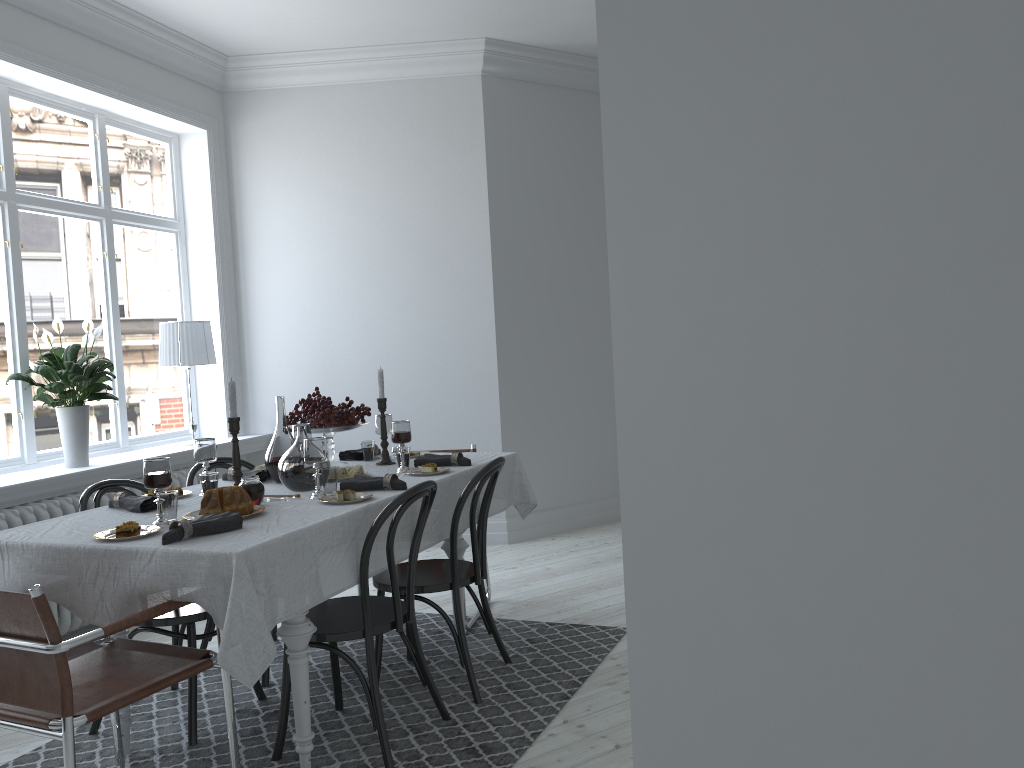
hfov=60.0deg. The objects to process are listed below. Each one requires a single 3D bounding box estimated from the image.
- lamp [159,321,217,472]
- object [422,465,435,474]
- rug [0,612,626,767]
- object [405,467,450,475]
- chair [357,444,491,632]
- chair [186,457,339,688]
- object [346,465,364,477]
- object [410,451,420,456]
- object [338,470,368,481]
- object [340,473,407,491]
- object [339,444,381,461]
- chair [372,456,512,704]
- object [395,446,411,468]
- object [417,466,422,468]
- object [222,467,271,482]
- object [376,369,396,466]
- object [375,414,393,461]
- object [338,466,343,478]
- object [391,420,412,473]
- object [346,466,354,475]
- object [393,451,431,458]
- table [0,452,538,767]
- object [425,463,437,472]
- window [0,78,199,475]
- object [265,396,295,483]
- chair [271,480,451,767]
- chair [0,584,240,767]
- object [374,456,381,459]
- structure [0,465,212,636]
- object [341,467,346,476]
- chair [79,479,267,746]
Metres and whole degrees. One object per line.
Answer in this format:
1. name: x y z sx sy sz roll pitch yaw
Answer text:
1. lamp: -1.954 0.287 5.424 0.335 1.331 0.335 -1 3 42
2. object: -0.343 0.347 3.619 0.057 0.037 0.021 -1 3 36
3. rug: -0.654 1.221 3.454 1.701 0.021 2.166 -2 3 23
4. object: -0.346 0.360 3.632 0.182 0.013 0.182 -4 3 -20
5. chair: -0.443 0.761 4.465 0.546 0.837 0.593 -3 2 10
6. chair: -1.117 0.784 3.930 0.564 0.909 0.463 -2 3 33
7. object: -0.638 0.352 3.593 0.039 0.040 0.078 -2 3 30
8. object: -0.471 0.336 4.260 0.037 0.021 0.057 -5 3 -35
9. object: -0.717 0.379 3.634 0.251 0.018 0.251 -5 3 -35
10. object: -0.500 0.360 3.304 0.247 0.061 0.165 -3 2 4
11. object: -0.741 0.331 4.304 0.165 0.061 0.247 -3 2 4
12. chair: -0.287 0.754 3.576 0.564 0.909 0.463 -3 2 13
13. object: -0.468 0.318 3.817 0.066 0.094 0.066 -1 3 44
14. object: -0.342 0.355 3.754 0.131 0.012 0.031 -2 3 22
15. object: -1.113 0.377 3.685 0.247 0.061 0.165 -3 2 4
16. object: -0.582 0.147 3.995 0.089 0.432 0.089 -4 2 -12
17. object: -0.597 0.251 4.162 0.083 0.215 0.083 -5 3 -30
18. object: -0.721 0.361 3.595 0.056 0.056 0.100 -4 3 -18
19. object: -0.460 0.263 3.710 0.083 0.215 0.083 -5 3 -30
20. object: -0.659 0.362 3.651 0.040 0.040 0.077 -4 3 -16
21. object: -0.478 0.341 4.252 0.182 0.013 0.182 -4 3 -25
22. table: -0.800 0.816 3.461 1.210 0.842 2.179 -2 3 22
23. object: -0.333 0.345 3.659 0.051 0.039 0.036 -3 2 5
24. window: -2.507 -0.586 4.971 0.061 2.080 2.079 -2 3 18
25. object: -0.933 0.225 3.607 0.152 0.352 0.152 -2 3 16
26. chair: -0.520 0.789 3.056 0.564 0.909 0.463 -2 3 18
27. chair: -1.182 0.886 2.477 0.546 0.837 0.593 -2 3 26
28. object: -0.632 0.349 4.266 0.031 0.012 0.131 -2 3 17
29. structure: -2.121 0.908 4.663 0.245 0.753 1.710 -2 3 18
30. object: -0.715 0.366 3.670 0.040 0.039 0.077 -2 3 25
31. chair: -1.306 0.818 3.384 0.564 0.909 0.463 -2 3 18
